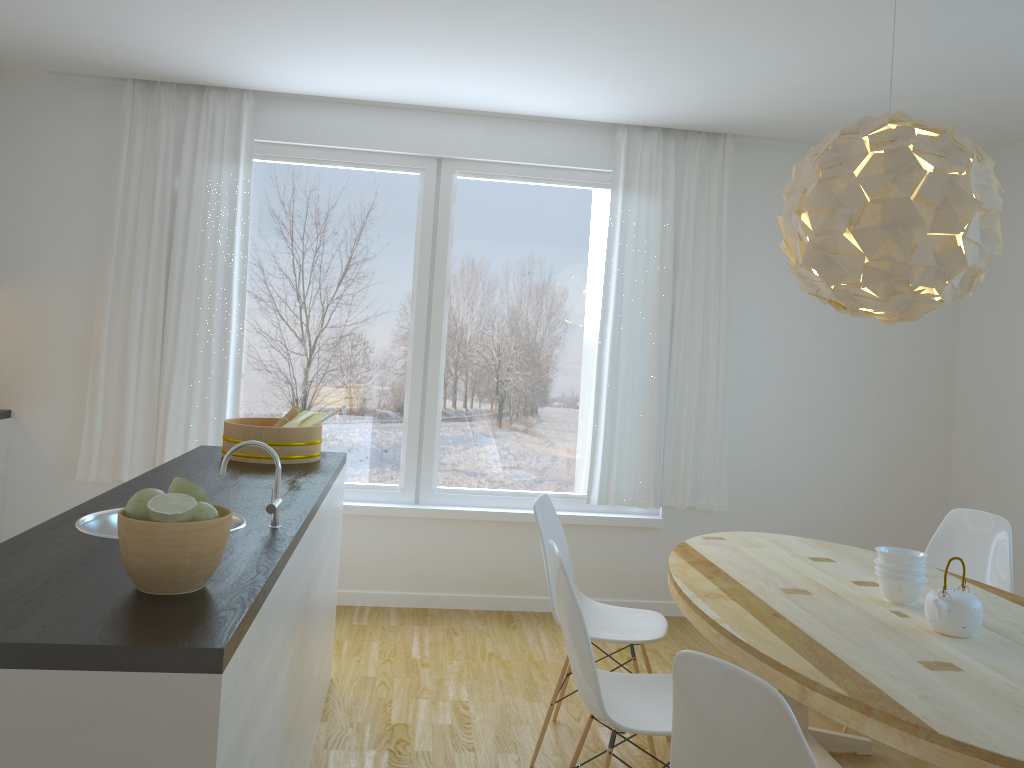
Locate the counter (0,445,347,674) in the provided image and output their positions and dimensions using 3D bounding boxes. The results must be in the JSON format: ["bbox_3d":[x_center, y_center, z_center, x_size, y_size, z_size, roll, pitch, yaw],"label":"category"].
[{"bbox_3d":[-0.873,0.353,2.534,0.600,0.040,2.403,3,2,-6],"label":"counter"}]

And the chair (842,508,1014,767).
[{"bbox_3d":[1.660,0.957,3.463,0.522,0.902,0.430,4,-1,-31],"label":"chair"}]

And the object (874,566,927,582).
[{"bbox_3d":[1.213,0.616,2.768,0.151,0.093,0.151,5,2,33],"label":"object"}]

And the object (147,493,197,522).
[{"bbox_3d":[-0.624,0.240,1.623,0.086,0.065,0.084,4,1,6],"label":"object"}]

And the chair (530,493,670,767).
[{"bbox_3d":[0.325,0.881,3.220,0.523,0.902,0.429,4,0,14],"label":"chair"}]

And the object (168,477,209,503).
[{"bbox_3d":[-0.641,0.219,1.751,0.077,0.072,0.074,4,1,19],"label":"object"}]

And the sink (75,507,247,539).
[{"bbox_3d":[-0.877,0.420,2.217,0.404,0.157,0.403,5,2,36],"label":"sink"}]

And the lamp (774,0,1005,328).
[{"bbox_3d":[1.162,-0.735,2.698,0.646,1.136,0.639,4,0,-7],"label":"lamp"}]

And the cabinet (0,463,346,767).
[{"bbox_3d":[-0.904,0.827,2.525,0.600,0.910,2.403,4,2,-6],"label":"cabinet"}]

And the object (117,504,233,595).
[{"bbox_3d":[-0.642,0.313,1.681,0.204,0.142,0.206,2,2,-45],"label":"object"}]

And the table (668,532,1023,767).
[{"bbox_3d":[1.106,1.043,2.657,1.193,0.725,2.192,3,2,-8],"label":"table"}]

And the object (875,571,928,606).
[{"bbox_3d":[1.215,0.640,2.766,0.152,0.082,0.151,5,2,33],"label":"object"}]

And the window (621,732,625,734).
[{"bbox_3d":[1.659,0.010,2.213,2.547,2.055,1.881,4,0,-6],"label":"window"}]

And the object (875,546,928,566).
[{"bbox_3d":[1.216,0.564,2.771,0.152,0.087,0.151,4,2,22],"label":"object"}]

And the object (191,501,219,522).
[{"bbox_3d":[-0.606,0.267,1.697,0.081,0.085,0.098,3,1,-41],"label":"object"}]

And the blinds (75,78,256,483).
[{"bbox_3d":[-1.773,-0.551,4.597,0.794,2.162,0.150,4,-1,-6],"label":"blinds"}]

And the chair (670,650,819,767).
[{"bbox_3d":[0.564,0.960,1.745,0.522,0.902,0.430,4,-1,-36],"label":"chair"}]

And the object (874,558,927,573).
[{"bbox_3d":[1.212,0.592,2.769,0.151,0.096,0.152,4,1,11],"label":"object"}]

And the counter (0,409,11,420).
[{"bbox_3d":[-2.789,0.186,3.563,0.600,0.040,2.002,3,2,-6],"label":"counter"}]

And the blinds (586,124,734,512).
[{"bbox_3d":[0.871,-0.393,4.878,0.794,2.162,0.150,4,-1,-6],"label":"blinds"}]

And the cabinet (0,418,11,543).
[{"bbox_3d":[-2.644,-0.101,2.980,0.481,2.302,3.203,4,1,-6],"label":"cabinet"}]

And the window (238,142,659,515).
[{"bbox_3d":[-0.467,-0.298,4.929,2.725,1.920,0.088,4,-1,-6],"label":"window"}]

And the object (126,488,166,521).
[{"bbox_3d":[-0.686,0.247,1.689,0.086,0.099,0.102,4,1,15],"label":"object"}]

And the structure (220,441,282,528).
[{"bbox_3d":[-0.656,0.253,2.215,0.162,0.215,0.097,4,-1,-6],"label":"structure"}]

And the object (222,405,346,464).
[{"bbox_3d":[-0.930,0.182,3.512,0.379,0.214,0.429,4,2,22],"label":"object"}]

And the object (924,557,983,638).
[{"bbox_3d":[1.224,0.588,2.477,0.177,0.212,0.147,4,0,-7],"label":"object"}]
